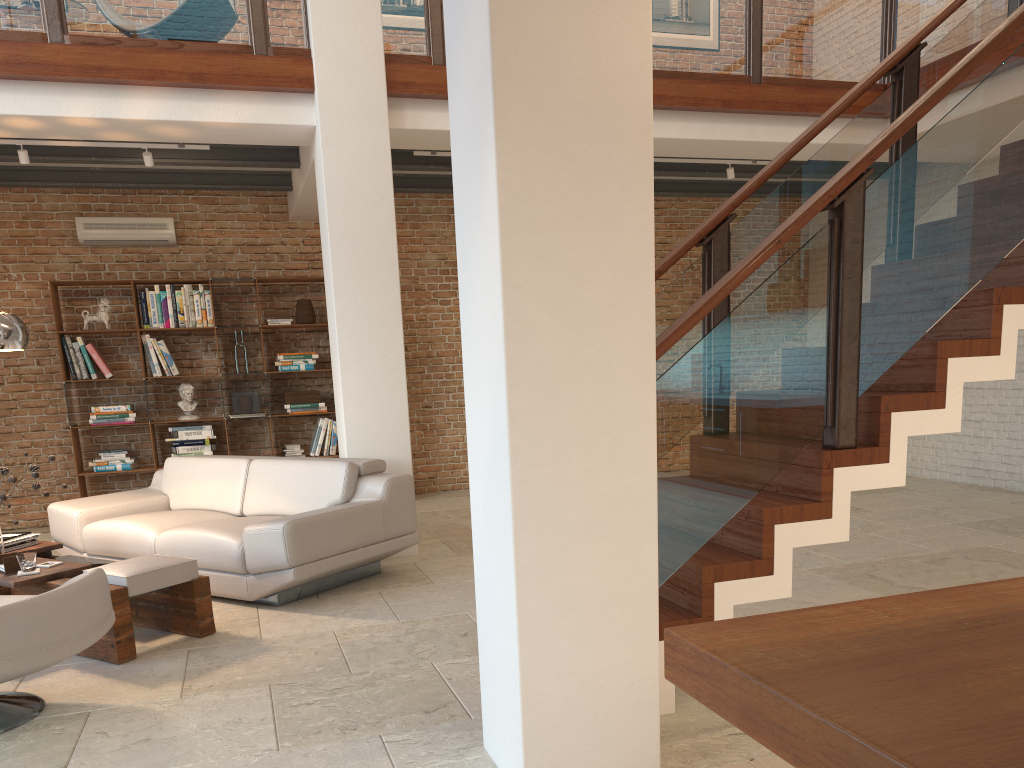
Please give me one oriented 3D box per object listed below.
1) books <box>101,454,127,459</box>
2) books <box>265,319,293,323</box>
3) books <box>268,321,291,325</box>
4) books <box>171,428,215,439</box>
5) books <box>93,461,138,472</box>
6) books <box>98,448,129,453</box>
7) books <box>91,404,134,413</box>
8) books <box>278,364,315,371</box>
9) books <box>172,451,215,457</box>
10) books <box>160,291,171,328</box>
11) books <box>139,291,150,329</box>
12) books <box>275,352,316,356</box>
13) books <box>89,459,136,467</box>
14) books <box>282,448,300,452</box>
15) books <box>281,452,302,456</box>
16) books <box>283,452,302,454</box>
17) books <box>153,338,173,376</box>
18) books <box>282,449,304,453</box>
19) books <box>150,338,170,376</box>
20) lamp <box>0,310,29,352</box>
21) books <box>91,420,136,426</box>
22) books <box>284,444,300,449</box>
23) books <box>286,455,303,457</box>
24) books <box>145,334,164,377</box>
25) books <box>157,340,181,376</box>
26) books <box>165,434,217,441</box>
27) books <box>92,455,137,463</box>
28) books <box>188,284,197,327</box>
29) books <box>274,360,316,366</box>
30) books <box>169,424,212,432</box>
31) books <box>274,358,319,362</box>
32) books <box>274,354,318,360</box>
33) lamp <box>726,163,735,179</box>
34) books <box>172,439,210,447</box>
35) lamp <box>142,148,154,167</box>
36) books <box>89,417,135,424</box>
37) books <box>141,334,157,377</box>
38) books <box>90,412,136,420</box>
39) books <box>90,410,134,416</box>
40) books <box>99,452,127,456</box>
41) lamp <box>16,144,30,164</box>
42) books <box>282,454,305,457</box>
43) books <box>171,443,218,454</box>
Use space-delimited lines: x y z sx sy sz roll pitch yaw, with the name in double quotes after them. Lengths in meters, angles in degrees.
-3.687 0.666 8.082 0.205 0.034 0.130 -3 2 -17 "books"
-2.209 -0.596 8.243 0.235 0.019 0.168 -3 1 -24 "books"
-2.201 -0.570 8.243 0.205 0.034 0.130 -3 2 -17 "books"
-3.024 0.465 8.242 0.377 0.066 0.241 -3 2 -23 "books"
-3.669 0.767 8.083 0.326 0.057 0.250 -3 2 -7 "books"
-3.682 0.613 8.060 0.251 0.017 0.159 -3 1 -17 "books"
-3.656 0.225 7.996 0.325 0.057 0.250 -3 2 -15 "books"
-2.071 -0.154 8.413 0.326 0.057 0.250 -3 2 -7 "books"
-3.023 0.669 8.277 0.361 0.057 0.278 -3 2 -15 "books"
-3.172 -0.671 7.993 0.055 0.338 0.249 -6 8 -18 "books"
-3.335 -0.662 7.944 0.055 0.338 0.249 -6 8 -18 "books"
-2.085 -0.285 8.395 0.354 0.021 0.268 -3 1 -19 "books"
-3.694 0.721 8.076 0.378 0.037 0.240 -3 1 -17 "books"
-2.167 0.639 8.545 0.161 0.017 0.248 -3 1 -18 "books"
-2.165 0.683 8.554 0.161 0.017 0.248 -3 1 -23 "books"
-2.154 0.670 8.559 0.155 0.008 0.239 -3 1 -23 "books"
-3.220 -0.244 8.056 0.124 0.357 0.266 -6 8 -18 "books"
-2.151 0.656 8.564 0.170 0.019 0.233 -3 1 -25 "books"
-3.238 -0.243 8.041 0.124 0.357 0.266 -6 8 -18 "books"
-3.666 0.181 5.222 2.032 2.411 0.309 0 11 19 "lamp"
-3.656 0.359 8.016 0.354 0.021 0.268 -3 1 -17 "books"
-2.157 0.612 8.548 0.132 0.034 0.203 -3 2 -23 "books"
-2.153 0.695 8.564 0.155 0.008 0.239 -3 1 -23 "books"
-3.286 -0.257 8.013 0.103 0.393 0.238 -6 9 -18 "books"
-3.169 -0.238 8.058 0.157 0.337 0.249 -6 8 -17 "books"
-3.025 0.509 8.231 0.442 0.021 0.268 -3 1 -17 "books"
-3.677 0.693 8.066 0.377 0.019 0.241 -3 1 -24 "books"
-2.946 -0.710 8.046 0.036 0.393 0.238 -6 9 -18 "books"
-2.096 -0.200 8.406 0.378 0.037 0.240 -3 1 -17 "books"
-3.029 0.414 8.226 0.378 0.037 0.240 -3 1 -17 "books"
-2.079 -0.228 8.395 0.377 0.019 0.241 -3 1 -24 "books"
-2.076 -0.256 8.382 0.377 0.037 0.241 -3 1 -23 "books"
1.830 -1.774 7.299 0.059 0.132 0.085 4 10 32 "lamp"
-3.035 0.548 8.222 0.324 0.057 0.251 -3 2 -22 "books"
-2.505 -1.558 6.002 0.060 0.118 0.092 -4 8 -11 "lamp"
-3.664 0.330 8.001 0.377 0.037 0.241 -3 1 -22 "books"
-3.329 -0.256 8.024 0.101 0.393 0.238 -6 9 -18 "books"
-3.654 0.293 7.991 0.377 0.037 0.241 -3 1 -23 "books"
-3.663 0.264 8.003 0.354 0.021 0.268 -3 1 -19 "books"
-3.695 0.640 8.082 0.235 0.019 0.168 -3 1 -24 "books"
-3.235 -1.514 5.772 0.060 0.132 0.084 -5 9 -15 "lamp"
-2.148 0.709 8.575 0.169 0.019 0.233 -3 1 -30 "books"
-3.010 0.608 8.253 0.376 0.066 0.241 -3 2 -30 "books"
